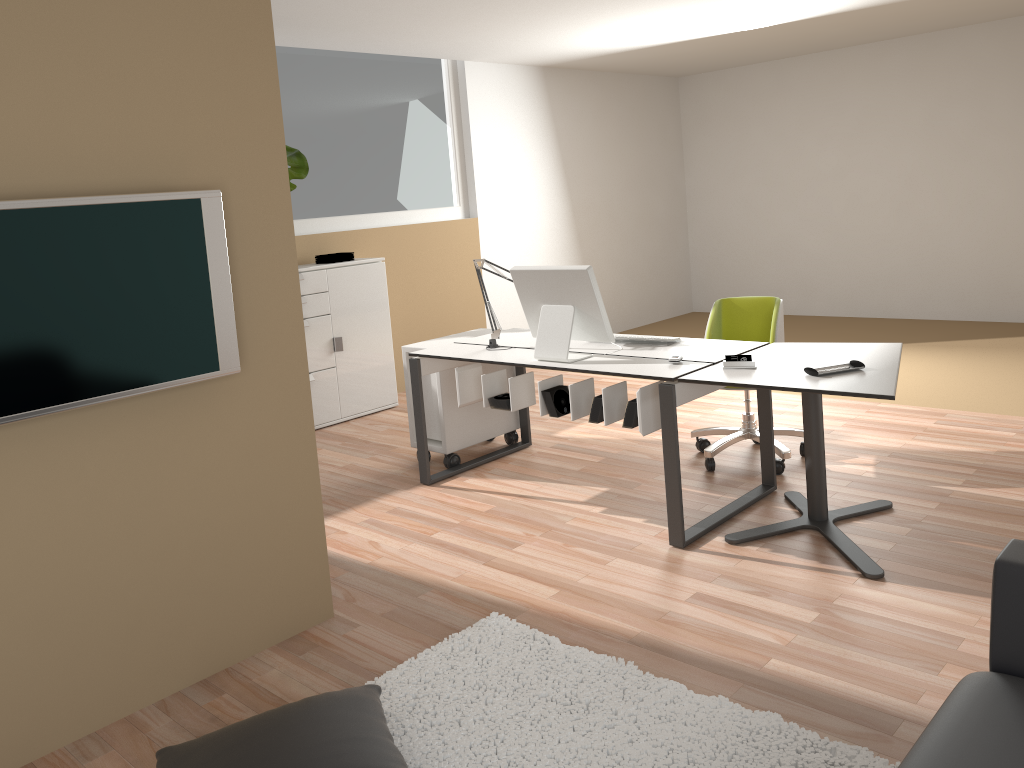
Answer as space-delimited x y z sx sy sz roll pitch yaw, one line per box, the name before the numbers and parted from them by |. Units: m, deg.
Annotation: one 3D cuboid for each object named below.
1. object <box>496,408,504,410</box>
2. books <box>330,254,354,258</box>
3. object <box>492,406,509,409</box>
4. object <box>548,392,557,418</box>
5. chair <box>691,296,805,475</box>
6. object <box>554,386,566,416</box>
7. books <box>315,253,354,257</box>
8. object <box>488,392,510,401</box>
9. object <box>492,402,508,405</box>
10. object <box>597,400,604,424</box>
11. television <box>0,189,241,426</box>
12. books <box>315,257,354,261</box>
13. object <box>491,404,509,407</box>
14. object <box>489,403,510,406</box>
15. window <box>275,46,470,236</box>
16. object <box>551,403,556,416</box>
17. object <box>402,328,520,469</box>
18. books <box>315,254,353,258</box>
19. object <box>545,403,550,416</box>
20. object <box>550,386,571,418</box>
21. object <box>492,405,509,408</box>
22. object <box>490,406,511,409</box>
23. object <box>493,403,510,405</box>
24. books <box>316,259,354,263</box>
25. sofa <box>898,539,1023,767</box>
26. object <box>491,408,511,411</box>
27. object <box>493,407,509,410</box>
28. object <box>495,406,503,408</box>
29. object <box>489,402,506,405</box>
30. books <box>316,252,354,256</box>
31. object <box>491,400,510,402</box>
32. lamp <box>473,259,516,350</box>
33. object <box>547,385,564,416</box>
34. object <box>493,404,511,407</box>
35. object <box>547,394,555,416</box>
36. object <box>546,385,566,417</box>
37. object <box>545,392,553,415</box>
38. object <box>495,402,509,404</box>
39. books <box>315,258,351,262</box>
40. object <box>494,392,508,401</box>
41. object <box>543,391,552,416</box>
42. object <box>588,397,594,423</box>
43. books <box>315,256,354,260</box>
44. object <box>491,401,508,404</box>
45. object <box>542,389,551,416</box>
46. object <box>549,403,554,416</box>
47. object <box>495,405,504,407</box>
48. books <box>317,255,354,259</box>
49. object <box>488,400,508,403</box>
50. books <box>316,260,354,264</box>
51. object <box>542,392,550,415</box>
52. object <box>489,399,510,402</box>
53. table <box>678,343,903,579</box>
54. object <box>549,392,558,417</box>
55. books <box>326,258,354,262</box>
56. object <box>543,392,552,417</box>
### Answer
object | -0.012 0.104 4.169 0.120 0.002 0.135 6 16 43
books | -1.259 -0.905 6.242 0.158 0.007 0.225 6 16 42
object | -0.015 0.095 4.170 0.119 0.002 0.135 6 16 43
object | 0.224 0.078 3.936 0.040 0.112 0.135 1 10 43
chair | 1.215 -0.016 4.556 0.620 0.800 0.608 -2 8 19
object | 0.226 0.078 3.934 0.039 0.112 0.135 1 10 43
books | -1.256 -0.915 6.240 0.158 0.007 0.225 6 16 42
object | -0.026 0.060 4.175 0.120 0.002 0.135 6 16 43
object | -0.021 0.077 4.173 0.120 0.002 0.135 6 16 43
object | 0.415 0.101 3.755 0.040 0.112 0.135 1 10 43
television | -1.294 -0.197 2.332 0.054 0.571 1.190 0 11 43
books | -1.256 -0.888 6.242 0.158 0.006 0.225 6 16 42
object | -0.018 0.086 4.172 0.119 0.002 0.135 6 16 43
object | -0.018 0.084 4.172 0.120 0.002 0.135 6 16 43
window | -1.682 -1.931 6.222 0.045 1.774 3.685 0 11 43
object | 0.223 0.078 3.938 0.040 0.112 0.135 1 10 43
object | -0.264 0.070 5.037 0.309 0.667 0.630 1 10 43
books | -1.260 -0.910 6.242 0.158 0.007 0.225 6 16 42
object | 0.196 0.075 3.963 0.040 0.112 0.135 1 10 43
object | 0.229 0.079 3.931 0.039 0.112 0.135 1 10 43
object | -0.016 0.091 4.171 0.119 0.002 0.135 6 16 43
object | -0.014 0.097 4.170 0.119 0.002 0.135 6 16 43
object | -0.020 0.080 4.173 0.119 0.002 0.135 6 16 43
books | -1.255 -0.871 6.243 0.158 0.006 0.225 6 16 42
sofa | 0.628 0.809 0.764 0.954 0.824 2.290 4 14 43
object | -0.011 0.106 4.169 0.119 0.002 0.135 6 16 43
object | -0.014 0.099 4.170 0.119 0.002 0.135 6 16 43
object | -0.015 0.095 4.170 0.120 0.002 0.135 6 16 43
object | -0.021 0.077 4.173 0.119 0.002 0.135 6 16 43
books | -1.257 -0.921 6.241 0.158 0.006 0.225 6 16 42
object | -0.024 0.066 4.174 0.119 0.002 0.135 6 16 43
lamp | 0.083 -0.377 4.409 0.539 0.523 0.142 -3 6 9
object | 0.209 0.076 3.951 0.040 0.112 0.135 1 10 43
object | -0.018 0.086 4.171 0.120 0.002 0.135 6 16 43
object | 0.217 0.077 3.943 0.040 0.112 0.135 1 10 43
object | 0.216 0.077 3.944 0.040 0.112 0.135 1 10 43
object | 0.211 0.077 3.949 0.040 0.112 0.135 1 10 43
object | -0.021 0.075 4.173 0.120 0.002 0.135 6 16 43
books | -1.257 -0.883 6.241 0.157 0.006 0.225 6 16 41
object | -0.026 0.060 4.175 0.119 0.002 0.135 6 16 43
object | 0.204 0.076 3.955 0.040 0.112 0.135 1 10 43
object | 0.380 0.097 3.788 0.040 0.112 0.135 1 10 43
books | -1.256 -0.893 6.242 0.158 0.006 0.225 6 16 42
object | -0.022 0.073 4.173 0.120 0.002 0.135 6 16 43
object | 0.199 0.075 3.960 0.039 0.112 0.135 1 10 43
object | 0.213 0.077 3.947 0.039 0.112 0.135 1 10 43
object | -0.017 0.088 4.171 0.119 0.002 0.135 6 16 43
books | -1.256 -0.899 6.240 0.158 0.006 0.225 7 17 44
object | -0.024 0.069 4.174 0.119 0.002 0.135 6 16 43
books | -1.254 -0.866 6.242 0.158 0.007 0.225 6 16 42
object | 0.197 0.075 3.962 0.040 0.112 0.135 1 10 43
object | -0.025 0.064 4.175 0.120 0.002 0.135 6 16 43
table | 1.278 0.249 3.534 0.812 0.679 0.939 3 12 40
object | 0.229 0.079 3.932 0.040 0.112 0.135 1 10 43
books | -1.255 -0.877 6.243 0.158 0.006 0.225 6 16 42
object | 0.202 0.076 3.957 0.040 0.112 0.135 1 10 43
